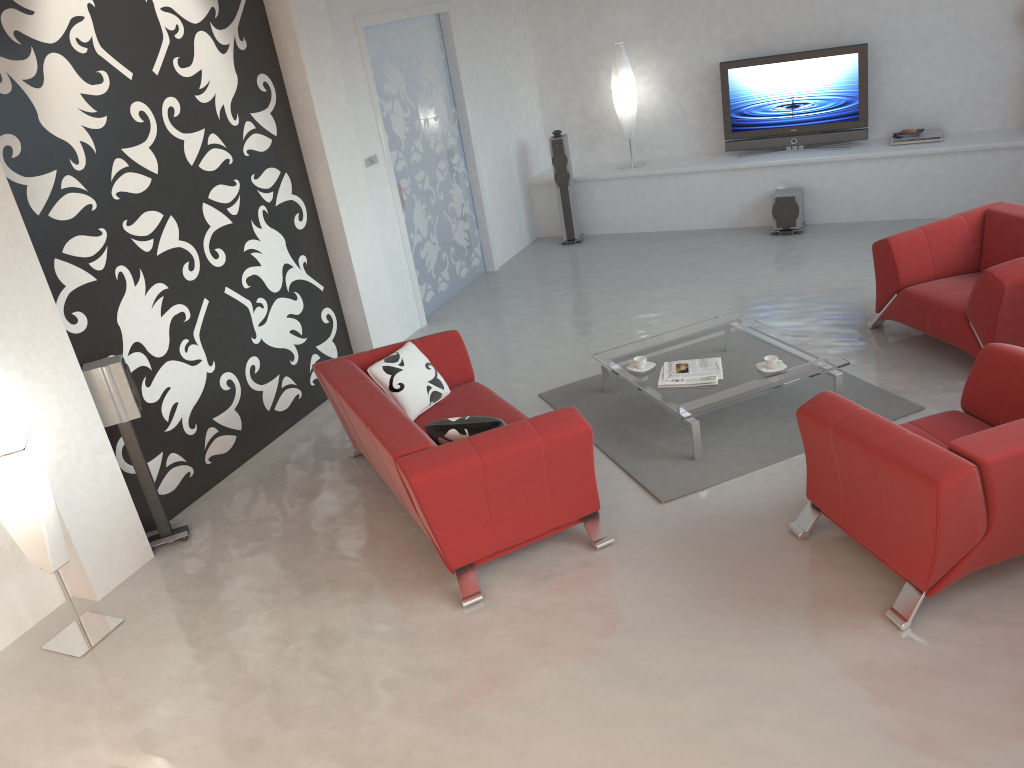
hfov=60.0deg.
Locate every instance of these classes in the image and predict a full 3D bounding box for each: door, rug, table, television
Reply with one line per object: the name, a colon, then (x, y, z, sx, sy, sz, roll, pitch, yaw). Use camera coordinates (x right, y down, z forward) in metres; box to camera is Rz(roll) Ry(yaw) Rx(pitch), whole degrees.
door: (-0.773, -1.993, 7.970, 0.240, 2.550, 1.600, 2, 26, 26)
rug: (1.261, 0.105, 5.547, 1.700, 0.025, 1.700, -17, 24, -15)
table: (1.249, -0.030, 5.493, 1.097, 0.286, 1.162, -17, 24, -15)
television: (2.741, -2.743, 8.648, 1.356, 0.919, 0.343, 2, 26, 26)

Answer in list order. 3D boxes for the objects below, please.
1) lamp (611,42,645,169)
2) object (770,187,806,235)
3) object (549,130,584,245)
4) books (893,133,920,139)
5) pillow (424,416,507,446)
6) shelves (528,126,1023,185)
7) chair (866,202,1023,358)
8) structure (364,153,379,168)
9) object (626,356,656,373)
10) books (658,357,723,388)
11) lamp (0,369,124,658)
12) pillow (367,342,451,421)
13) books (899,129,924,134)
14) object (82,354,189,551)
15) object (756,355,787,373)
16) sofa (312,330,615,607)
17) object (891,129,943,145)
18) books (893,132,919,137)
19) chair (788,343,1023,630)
lamp: (1.187, -2.899, 9.242, 0.263, 1.239, 0.263, -2, 25, 18)
object: (2.658, -1.663, 8.546, 0.336, 0.374, 0.337, 2, 26, 26)
object: (0.559, -2.079, 9.344, 0.255, 1.184, 0.273, -5, 24, 12)
books: (3.707, -2.341, 8.342, 0.190, 0.015, 0.135, -13, 23, -6)
pillow: (-0.181, 0.280, 4.376, 0.402, 0.343, 0.288, -2, 25, 19)
shelves: (2.778, -2.255, 8.743, 5.500, 0.050, 0.650, 2, 26, 26)
chair: (2.999, -0.618, 5.557, 0.951, 0.738, 1.288, -15, 24, -11)
structure: (-1.112, -1.772, 7.038, 0.016, 0.080, 0.170, 2, 26, 26)
object: (0.791, -0.126, 5.453, 0.153, 0.069, 0.153, -26, 28, -32)
books: (1.067, -0.072, 5.260, 0.367, 0.035, 0.345, -3, 24, 17)
lamp: (-2.257, 0.431, 4.022, 0.313, 1.779, 0.313, 6, 28, 33)
pillow: (-0.604, -0.017, 5.229, 0.288, 0.343, 0.402, 6, 28, 33)
books: (3.746, -2.365, 8.306, 0.190, 0.015, 0.135, 7, 29, 35)
object: (-2.061, 0.393, 4.871, 0.229, 1.112, 0.214, -17, 24, -15)
object: (1.504, -0.120, 5.145, 0.153, 0.069, 0.153, -12, 23, -5)
sofa: (-0.353, 0.295, 4.860, 0.951, 0.738, 1.929, -19, 25, -20)
object: (3.807, -2.323, 8.334, 0.430, 0.045, 0.352, 2, 26, 26)
books: (3.705, -2.355, 8.338, 0.190, 0.015, 0.135, -7, 24, 8)
chair: (1.972, 0.344, 3.786, 1.288, 0.738, 0.951, -15, 24, -11)
